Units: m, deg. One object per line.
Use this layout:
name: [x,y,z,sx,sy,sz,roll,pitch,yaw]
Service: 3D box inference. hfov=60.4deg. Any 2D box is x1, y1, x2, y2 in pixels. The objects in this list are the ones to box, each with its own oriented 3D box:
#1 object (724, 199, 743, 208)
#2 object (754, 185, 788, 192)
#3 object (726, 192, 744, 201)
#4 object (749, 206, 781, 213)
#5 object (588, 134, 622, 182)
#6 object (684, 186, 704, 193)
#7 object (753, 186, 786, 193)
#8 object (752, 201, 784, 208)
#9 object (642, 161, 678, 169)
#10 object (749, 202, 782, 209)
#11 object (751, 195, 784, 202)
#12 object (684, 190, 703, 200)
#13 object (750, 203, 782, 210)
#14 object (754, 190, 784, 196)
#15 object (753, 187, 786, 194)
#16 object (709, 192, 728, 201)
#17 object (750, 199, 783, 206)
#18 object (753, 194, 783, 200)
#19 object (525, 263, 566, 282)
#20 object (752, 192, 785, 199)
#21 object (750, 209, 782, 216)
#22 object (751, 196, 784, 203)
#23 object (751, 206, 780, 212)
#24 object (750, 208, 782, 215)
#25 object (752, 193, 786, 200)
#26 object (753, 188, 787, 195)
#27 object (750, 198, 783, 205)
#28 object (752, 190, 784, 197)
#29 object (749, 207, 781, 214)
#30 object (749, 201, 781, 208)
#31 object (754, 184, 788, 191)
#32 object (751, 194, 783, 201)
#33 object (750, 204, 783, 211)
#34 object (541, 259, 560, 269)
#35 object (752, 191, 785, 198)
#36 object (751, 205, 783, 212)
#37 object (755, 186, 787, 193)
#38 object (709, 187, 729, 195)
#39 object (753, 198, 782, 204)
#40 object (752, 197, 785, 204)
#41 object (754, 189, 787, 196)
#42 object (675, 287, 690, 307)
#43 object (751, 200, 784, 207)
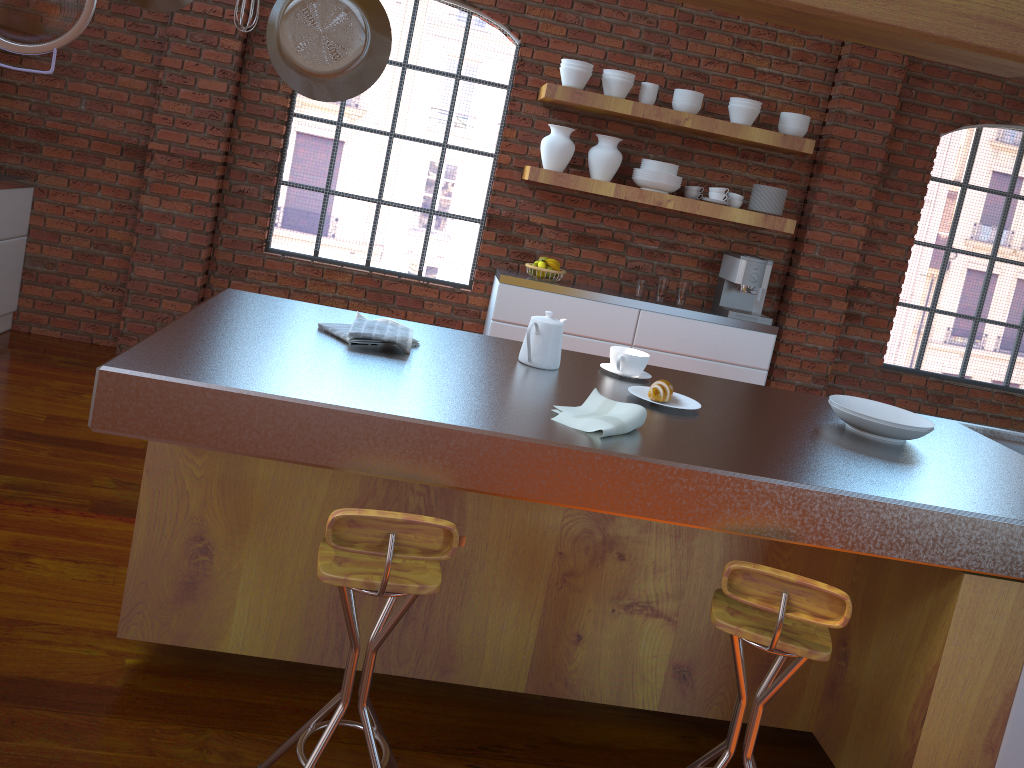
object: [1.283,-1.043,5.099,0.100,0.046,0.092,18,13,27]
object: [1.481,-1.117,5.050,0.195,0.013,0.197,14,13,9]
object: [1.290,-1.075,5.101,0.101,0.058,0.093,15,12,16]
object: [1.457,-0.997,5.063,0.195,0.013,0.197,14,13,9]
object: [0.522,-1.266,4.954,0.191,0.246,0.197,5,11,-35]
object: [1.051,-1.130,5.128,0.091,0.058,0.102,3,14,-38]
object: [1.480,-1.108,5.051,0.195,0.013,0.197,14,13,9]
object: [1.463,-1.028,5.060,0.195,0.013,0.197,14,13,9]
object: [0.831,-1.215,4.976,0.212,0.054,0.219,8,13,-15]
object: [1.461,-1.019,5.061,0.195,0.013,0.197,14,13,9]
object: [1.469,-1.059,5.057,0.195,0.013,0.197,14,13,9]
object: [1.049,-1.099,5.136,0.091,0.046,0.101,5,13,-27]
object: [1.460,-1.014,5.061,0.195,0.013,0.197,14,13,9]
object: [1.476,-1.090,5.053,0.195,0.013,0.197,14,13,9]
object: [1.479,-1.104,5.051,0.195,0.013,0.197,14,13,9]
object: [1.159,-1.059,4.987,0.091,0.046,0.101,9,12,-12]
object: [1.465,-1.037,5.059,0.195,0.013,0.197,14,13,9]
object: [1.471,-1.068,5.056,0.195,0.013,0.197,14,13,9]
object: [0.187,-0.631,5.022,0.240,0.070,0.235,22,16,39]
object: [1.473,-1.077,5.055,0.195,0.013,0.197,14,13,9]
object: [1.454,-0.983,5.065,0.195,0.013,0.197,14,13,9]
object: [1.468,-1.054,5.057,0.195,0.013,0.197,14,13,9]
object: [1.457,-1.001,5.063,0.195,0.013,0.197,14,13,9]
object: [1.455,-0.988,5.064,0.195,0.013,0.197,14,13,9]
object: [1.472,-1.072,5.055,0.195,0.013,0.197,14,13,9]
object: [1.478,-1.099,5.052,0.195,0.013,0.197,14,13,9]
object: [1.466,-1.041,5.058,0.195,0.013,0.197,14,13,9]
object: [1.475,-1.086,5.054,0.195,0.013,0.197,14,13,9]
object: [1.456,-0.992,5.064,0.195,0.013,0.197,14,13,9]
object: [1.462,-1.024,5.060,0.195,0.013,0.197,14,13,9]
object: [1.482,-1.122,5.050,0.195,0.013,0.197,14,13,9]
object: [1.470,-1.063,5.056,0.195,0.013,0.197,14,13,9]
object: [1.459,-1.010,5.062,0.195,0.013,0.197,14,13,9]
object: [0.234,-0.669,4.988,0.067,0.083,0.184,17,13,30]
object: [1.474,-1.081,5.054,0.195,0.013,0.197,14,13,9]
object: [1.458,-1.005,5.063,0.195,0.013,0.197,14,13,9]
object: [1.480,-1.113,5.051,0.195,0.013,0.197,14,13,9]
object: [1.160,-1.090,4.981,0.091,0.058,0.102,7,12,-23]
object: [1.467,-1.046,5.058,0.195,0.013,0.197,14,13,9]
object: [1.468,-1.050,5.057,0.195,0.013,0.197,14,13,9]
object: [1.477,-1.095,5.052,0.195,0.013,0.197,14,13,9]
object: [0.970,-0.496,5.053,0.078,0.102,0.079,12,9,5]
object: [1.464,-1.033,5.059,0.195,0.013,0.197,14,13,9]
